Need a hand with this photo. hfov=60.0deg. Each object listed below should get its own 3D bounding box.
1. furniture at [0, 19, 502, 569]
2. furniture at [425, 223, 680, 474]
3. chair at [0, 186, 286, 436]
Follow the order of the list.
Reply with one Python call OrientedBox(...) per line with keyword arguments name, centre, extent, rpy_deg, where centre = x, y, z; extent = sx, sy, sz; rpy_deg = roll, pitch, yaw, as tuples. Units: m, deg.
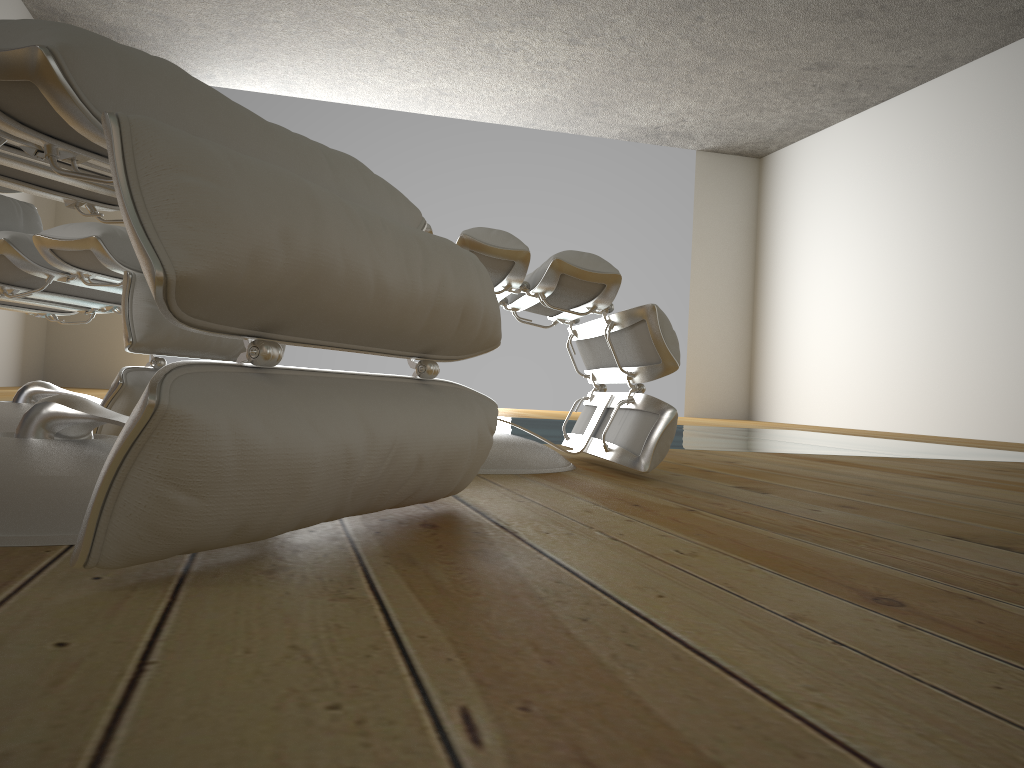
OrientedBox(name="furniture", centre=(-0.409, -0.096, 0.908), extent=(0.686, 0.440, 0.569), rpy_deg=(3, -1, 21))
OrientedBox(name="furniture", centre=(-0.073, -0.070, 1.732), extent=(0.686, 0.440, 0.569), rpy_deg=(3, -1, -8))
OrientedBox(name="chair", centre=(-0.957, -0.382, 1.784), extent=(0.914, 0.970, 0.569), rpy_deg=(3, -2, 10))
